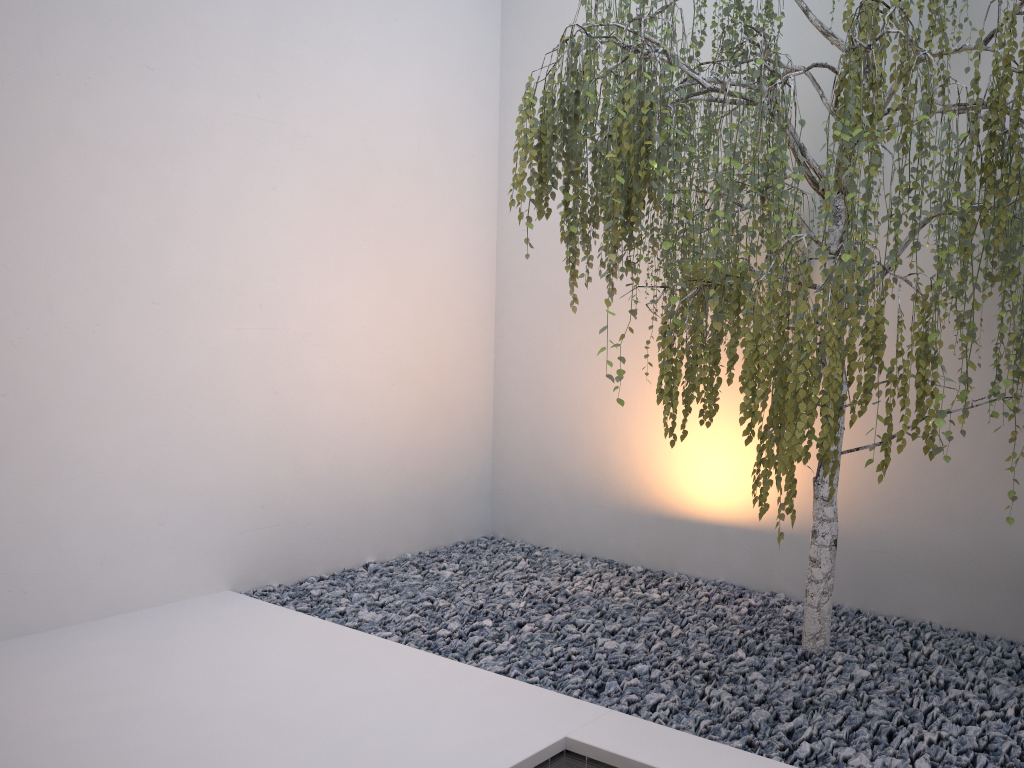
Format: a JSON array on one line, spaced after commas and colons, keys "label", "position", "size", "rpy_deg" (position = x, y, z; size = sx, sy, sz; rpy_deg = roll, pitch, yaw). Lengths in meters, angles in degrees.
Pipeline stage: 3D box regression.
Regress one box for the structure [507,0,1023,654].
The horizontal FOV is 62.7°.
[{"label": "structure", "position": [1.031, -0.937, 2.795], "size": [2.125, 4.018, 1.988], "rpy_deg": [4, 7, 33]}]
